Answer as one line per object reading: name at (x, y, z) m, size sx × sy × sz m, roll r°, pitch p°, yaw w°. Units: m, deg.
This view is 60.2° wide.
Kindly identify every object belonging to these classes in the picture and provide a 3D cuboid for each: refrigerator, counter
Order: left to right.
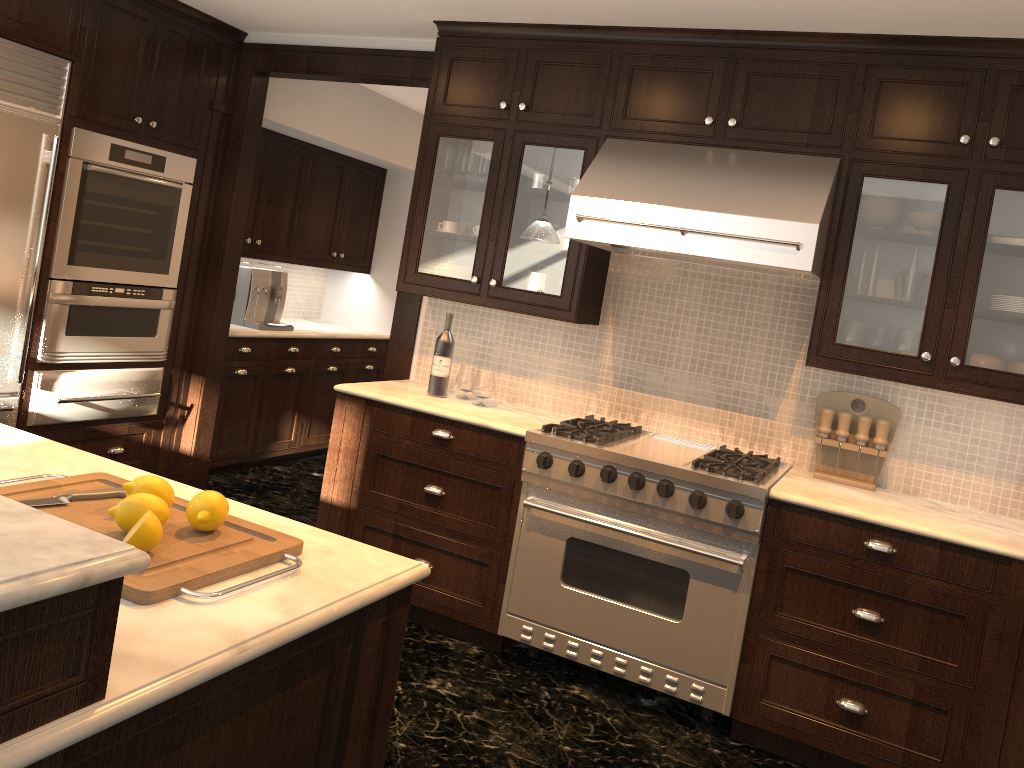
counter at (-1.772, -0.067, 1.491) m, size 2.873 × 0.032 × 0.327 m, roll 12°, pitch 7°, yaw 24°
counter at (-1.658, 0.099, 1.828) m, size 2.887 × 0.032 × 1.053 m, roll 12°, pitch 7°, yaw 24°
refrigerator at (-2.611, -0.454, 3.740) m, size 0.691 × 2.116 × 0.887 m, roll 10°, pitch 2°, yaw 24°
refrigerator at (-2.495, 0.356, 3.644) m, size 0.147 × 0.570 × 0.901 m, roll 10°, pitch 5°, yaw 24°
counter at (-1.605, -0.389, 6.055) m, size 0.713 × 0.032 × 1.853 m, roll 12°, pitch 7°, yaw 24°
counter at (0.519, 0.366, 2.633) m, size 3.390 × 0.032 × 2.312 m, roll 12°, pitch 7°, yaw 24°

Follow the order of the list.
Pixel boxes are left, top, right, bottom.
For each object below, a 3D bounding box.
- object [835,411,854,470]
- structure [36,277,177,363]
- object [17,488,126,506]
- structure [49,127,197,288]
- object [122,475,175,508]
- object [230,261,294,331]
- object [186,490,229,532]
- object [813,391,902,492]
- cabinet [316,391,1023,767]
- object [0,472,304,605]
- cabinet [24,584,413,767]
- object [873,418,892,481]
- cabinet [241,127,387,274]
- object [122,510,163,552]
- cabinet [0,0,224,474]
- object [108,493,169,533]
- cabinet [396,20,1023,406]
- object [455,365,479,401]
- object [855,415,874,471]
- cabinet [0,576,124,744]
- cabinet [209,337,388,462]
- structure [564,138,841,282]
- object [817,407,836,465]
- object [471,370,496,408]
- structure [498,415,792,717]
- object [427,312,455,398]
object at (1.283, 0.224, 3.440) m, size 0.061 × 0.237 × 0.061 m, roll 9°, pitch 2°, yaw -6°
structure at (-2.270, -0.362, 4.546) m, size 0.669 × 0.387 × 0.762 m, roll 12°, pitch 6°, yaw 24°
object at (-0.850, 0.215, 1.615) m, size 0.042 × 0.014 × 0.329 m, roll 14°, pitch 8°, yaw 34°
structure at (-2.139, -0.900, 4.514) m, size 0.617 × 0.699 × 0.756 m, roll 11°, pitch 4°, yaw 24°
object at (-0.678, 0.209, 1.655) m, size 0.079 × 0.073 × 0.082 m, roll 10°, pitch 4°, yaw 12°
object at (-1.664, -0.579, 5.744) m, size 0.450 × 0.405 × 0.343 m, roll 11°, pitch 4°, yaw 24°
object at (-0.557, 0.232, 1.617) m, size 0.083 × 0.072 × 0.081 m, roll 13°, pitch 6°, yaw 39°
object at (1.323, 0.212, 3.434) m, size 0.318 × 0.348 × 0.110 m, roll 11°, pitch 2°, yaw 24°
cabinet at (0.444, 0.816, 2.643) m, size 3.390 × 0.878 × 2.312 m, roll 12°, pitch 7°, yaw 24°
object at (-0.708, 0.257, 1.591) m, size 0.671 × 0.021 × 0.384 m, roll 12°, pitch 7°, yaw 24°
cabinet at (-1.726, 0.534, 1.840) m, size 2.866 × 0.911 × 1.024 m, roll 12°, pitch 5°, yaw 24°
object at (1.407, 0.251, 3.384) m, size 0.061 × 0.237 × 0.061 m, roll 9°, pitch 2°, yaw -12°
cabinet at (-1.589, -1.261, 6.093) m, size 0.435 × 0.824 × 1.854 m, roll 11°, pitch 6°, yaw 24°
object at (-0.610, 0.244, 1.459) m, size 0.063 × 0.068 × 0.075 m, roll 9°, pitch 4°, yaw -13°
cabinet at (-2.396, -0.711, 4.107) m, size 0.761 × 2.416 × 1.839 m, roll 10°, pitch 3°, yaw 24°
object at (-0.646, 0.226, 1.540) m, size 0.082 × 0.072 × 0.082 m, roll 12°, pitch 5°, yaw 35°
cabinet at (0.700, -0.690, 2.611) m, size 3.389 × 1.251 × 2.304 m, roll 12°, pitch 6°, yaw 24°
object at (-0.202, -0.007, 4.000) m, size 0.113 × 0.150 × 0.112 m, roll 10°, pitch 3°, yaw 16°
object at (1.348, 0.232, 3.411) m, size 0.061 × 0.225 × 0.061 m, roll 9°, pitch 2°, yaw -6°
cabinet at (-1.796, 0.022, 1.498) m, size 2.855 × 0.152 × 0.292 m, roll 12°, pitch 6°, yaw 24°
cabinet at (-1.375, 0.061, 5.927) m, size 0.057 × 0.744 × 1.789 m, roll 10°, pitch 6°, yaw 24°
structure at (0.773, -0.725, 3.491) m, size 0.937 × 0.476 × 0.638 m, roll 12°, pitch 5°, yaw 24°
object at (1.224, 0.206, 3.468) m, size 0.061 × 0.228 × 0.061 m, roll 10°, pitch 2°, yaw 6°
object at (-0.124, 0.022, 3.868) m, size 0.113 × 0.150 × 0.112 m, roll 10°, pitch 3°, yaw 16°
structure at (0.534, 0.642, 3.499) m, size 0.912 × 0.836 × 0.717 m, roll 11°, pitch 4°, yaw 24°
object at (-0.305, -0.132, 3.941) m, size 0.095 × 0.377 × 0.094 m, roll 11°, pitch 2°, yaw 39°
